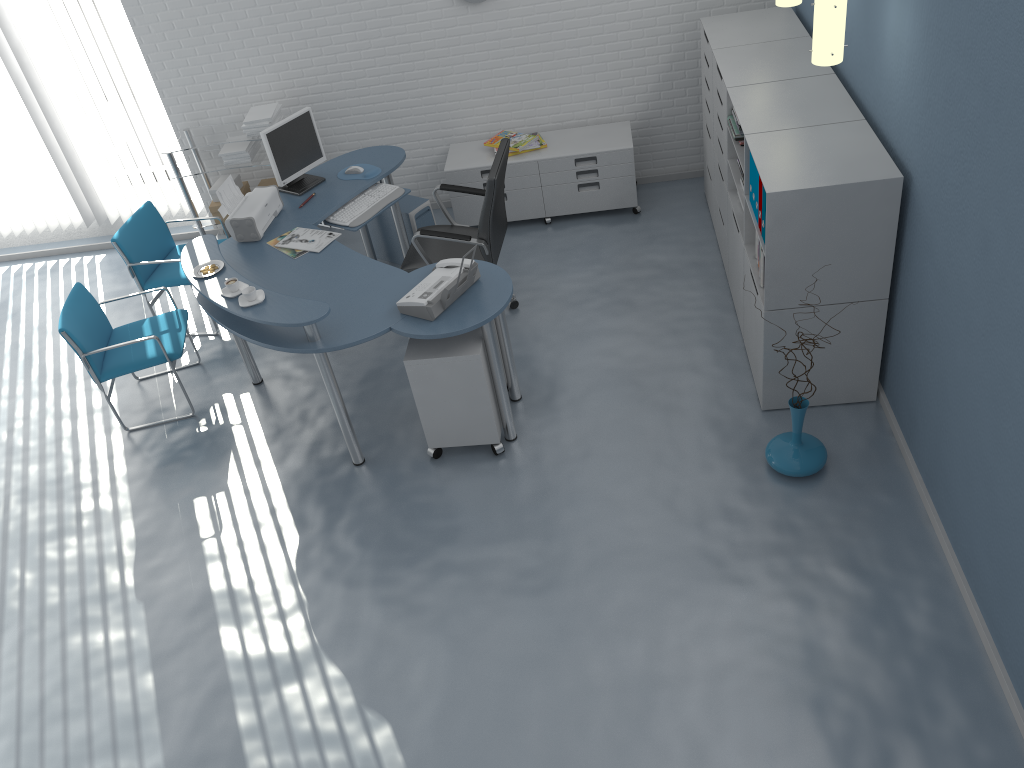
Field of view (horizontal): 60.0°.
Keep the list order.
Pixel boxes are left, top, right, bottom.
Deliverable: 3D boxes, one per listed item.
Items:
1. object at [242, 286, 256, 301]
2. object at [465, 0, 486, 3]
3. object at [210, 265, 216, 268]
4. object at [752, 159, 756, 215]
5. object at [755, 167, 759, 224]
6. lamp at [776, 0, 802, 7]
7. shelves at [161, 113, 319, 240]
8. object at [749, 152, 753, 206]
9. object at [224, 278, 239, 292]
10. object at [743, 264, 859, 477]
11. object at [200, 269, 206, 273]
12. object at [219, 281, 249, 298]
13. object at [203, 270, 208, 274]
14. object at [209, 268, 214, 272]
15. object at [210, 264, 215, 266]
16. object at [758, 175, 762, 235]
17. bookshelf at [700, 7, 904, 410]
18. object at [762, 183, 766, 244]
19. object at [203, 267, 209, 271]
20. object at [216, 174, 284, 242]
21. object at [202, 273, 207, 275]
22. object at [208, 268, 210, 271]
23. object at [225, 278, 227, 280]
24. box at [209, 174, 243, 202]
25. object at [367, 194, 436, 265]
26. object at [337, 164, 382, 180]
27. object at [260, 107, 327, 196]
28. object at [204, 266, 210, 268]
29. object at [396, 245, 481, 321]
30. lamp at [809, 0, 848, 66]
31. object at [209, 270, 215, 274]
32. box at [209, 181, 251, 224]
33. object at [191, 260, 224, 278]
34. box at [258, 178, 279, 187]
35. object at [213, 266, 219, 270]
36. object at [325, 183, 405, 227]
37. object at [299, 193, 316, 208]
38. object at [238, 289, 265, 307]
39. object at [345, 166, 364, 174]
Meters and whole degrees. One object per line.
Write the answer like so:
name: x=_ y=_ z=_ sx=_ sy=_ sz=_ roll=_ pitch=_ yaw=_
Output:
object: x=-1.173 y=-0.406 z=3.989 sx=0.062 sy=0.049 sz=0.078 roll=9 pitch=42 yaw=24
object: x=-0.227 y=-2.491 z=5.450 sx=0.279 sy=0.277 sz=0.041 roll=-5 pitch=38 yaw=8
object: x=-1.453 y=-0.571 z=4.303 sx=0.027 sy=0.005 sz=0.025 roll=-34 pitch=43 yaw=-26
object: x=1.161 y=-0.878 z=3.917 sx=0.181 sy=0.247 sz=0.082 roll=-5 pitch=38 yaw=8
object: x=1.157 y=-0.826 z=3.852 sx=0.181 sy=0.247 sz=0.082 roll=-5 pitch=38 yaw=8
lamp: x=1.168 y=-2.492 z=3.645 sx=0.120 sy=1.786 sz=0.120 roll=-32 pitch=42 yaw=-24
shelves: x=-1.795 y=-1.355 z=6.179 sx=0.896 sy=0.848 sz=0.441 roll=-5 pitch=38 yaw=8
object: x=1.165 y=-0.930 z=3.982 sx=0.181 sy=0.247 sz=0.082 roll=-5 pitch=38 yaw=8
object: x=-1.283 y=-0.456 z=4.081 sx=0.062 sy=0.049 sz=0.078 roll=-11 pitch=38 yaw=0
object: x=1.174 y=-0.005 z=3.608 sx=0.312 sy=0.972 sz=0.357 roll=-21 pitch=39 yaw=-12
object: x=-1.495 y=-0.548 z=4.292 sx=0.027 sy=0.005 sz=0.025 roll=22 pitch=48 yaw=35
object: x=-1.279 y=-0.433 z=4.090 sx=0.119 sy=0.016 sz=0.119 roll=22 pitch=49 yaw=36
object: x=-1.475 y=-0.539 z=4.269 sx=0.027 sy=0.005 sz=0.025 roll=-18 pitch=38 yaw=-8
object: x=-1.449 y=-0.552 z=4.278 sx=0.025 sy=0.005 sz=0.027 roll=-11 pitch=38 yaw=1
object: x=-1.456 y=-0.575 z=4.317 sx=0.025 sy=0.005 sz=0.027 roll=-26 pitch=40 yaw=-18
object: x=1.153 y=-0.774 z=3.787 sx=0.181 sy=0.247 sz=0.082 roll=-5 pitch=38 yaw=8
bookshelf: x=1.415 y=-1.057 z=4.731 sx=0.521 sy=1.141 sz=2.294 roll=-5 pitch=38 yaw=8
object: x=1.149 y=-0.722 z=3.722 sx=0.181 sy=0.247 sz=0.082 roll=-5 pitch=38 yaw=8
object: x=-1.480 y=-0.558 z=4.293 sx=0.025 sy=0.005 sz=0.027 roll=-2 pitch=39 yaw=12
object: x=-1.438 y=-0.985 z=4.847 sx=0.197 sy=0.273 sz=0.392 roll=-2 pitch=39 yaw=12
object: x=-1.478 y=-0.536 z=4.272 sx=0.027 sy=0.005 sz=0.025 roll=-23 pitch=39 yaw=-14
object: x=-1.461 y=-0.554 z=4.291 sx=0.025 sy=0.005 sz=0.027 roll=-14 pitch=38 yaw=-4
object: x=-1.322 y=-0.484 z=4.158 sx=0.025 sy=0.021 sz=0.119 roll=-33 pitch=43 yaw=-26
box: x=-1.983 y=-1.361 z=6.157 sx=0.139 sy=0.090 sz=0.234 roll=-2 pitch=39 yaw=12
object: x=-0.717 y=-1.011 z=5.816 sx=0.471 sy=0.422 sz=0.199 roll=20 pitch=48 yaw=34
object: x=-0.907 y=-1.276 z=5.284 sx=0.285 sy=0.026 sz=0.213 roll=3 pitch=40 yaw=18
object: x=-1.284 y=-1.339 z=5.140 sx=0.212 sy=0.417 sz=0.365 roll=18 pitch=47 yaw=33
object: x=-1.483 y=-0.568 z=4.314 sx=0.027 sy=0.005 sz=0.025 roll=26 pitch=51 yaw=38
object: x=-0.312 y=-0.515 z=3.959 sx=0.399 sy=0.280 sz=0.405 roll=16 pitch=45 yaw=31
lamp: x=1.128 y=-1.992 z=3.021 sx=0.120 sy=1.786 sz=0.120 roll=-32 pitch=42 yaw=-24
object: x=-1.445 y=-0.541 z=4.270 sx=0.027 sy=0.005 sz=0.025 roll=-12 pitch=38 yaw=-1
box: x=-1.966 y=-1.275 z=6.225 sx=0.207 sy=0.133 sz=0.347 roll=-8 pitch=38 yaw=4
object: x=-1.470 y=-0.554 z=4.291 sx=0.162 sy=0.011 sz=0.162 roll=-37 pitch=44 yaw=-29
box: x=-1.676 y=-1.302 z=6.185 sx=0.207 sy=0.133 sz=0.347 roll=-5 pitch=38 yaw=8
object: x=-1.435 y=-0.562 z=4.294 sx=0.025 sy=0.005 sz=0.027 roll=-26 pitch=40 yaw=-18
object: x=-0.840 y=-1.031 z=5.066 sx=0.276 sy=0.028 sz=0.478 roll=16 pitch=46 yaw=31
object: x=-1.173 y=-1.049 z=5.073 sx=0.013 sy=0.013 sz=0.178 roll=6 pitch=41 yaw=22
object: x=-1.172 y=-0.382 z=3.998 sx=0.119 sy=0.016 sz=0.119 roll=-18 pitch=38 yaw=-9
object: x=-0.941 y=-1.278 z=5.282 sx=0.115 sy=0.035 sz=0.054 roll=1 pitch=39 yaw=16
